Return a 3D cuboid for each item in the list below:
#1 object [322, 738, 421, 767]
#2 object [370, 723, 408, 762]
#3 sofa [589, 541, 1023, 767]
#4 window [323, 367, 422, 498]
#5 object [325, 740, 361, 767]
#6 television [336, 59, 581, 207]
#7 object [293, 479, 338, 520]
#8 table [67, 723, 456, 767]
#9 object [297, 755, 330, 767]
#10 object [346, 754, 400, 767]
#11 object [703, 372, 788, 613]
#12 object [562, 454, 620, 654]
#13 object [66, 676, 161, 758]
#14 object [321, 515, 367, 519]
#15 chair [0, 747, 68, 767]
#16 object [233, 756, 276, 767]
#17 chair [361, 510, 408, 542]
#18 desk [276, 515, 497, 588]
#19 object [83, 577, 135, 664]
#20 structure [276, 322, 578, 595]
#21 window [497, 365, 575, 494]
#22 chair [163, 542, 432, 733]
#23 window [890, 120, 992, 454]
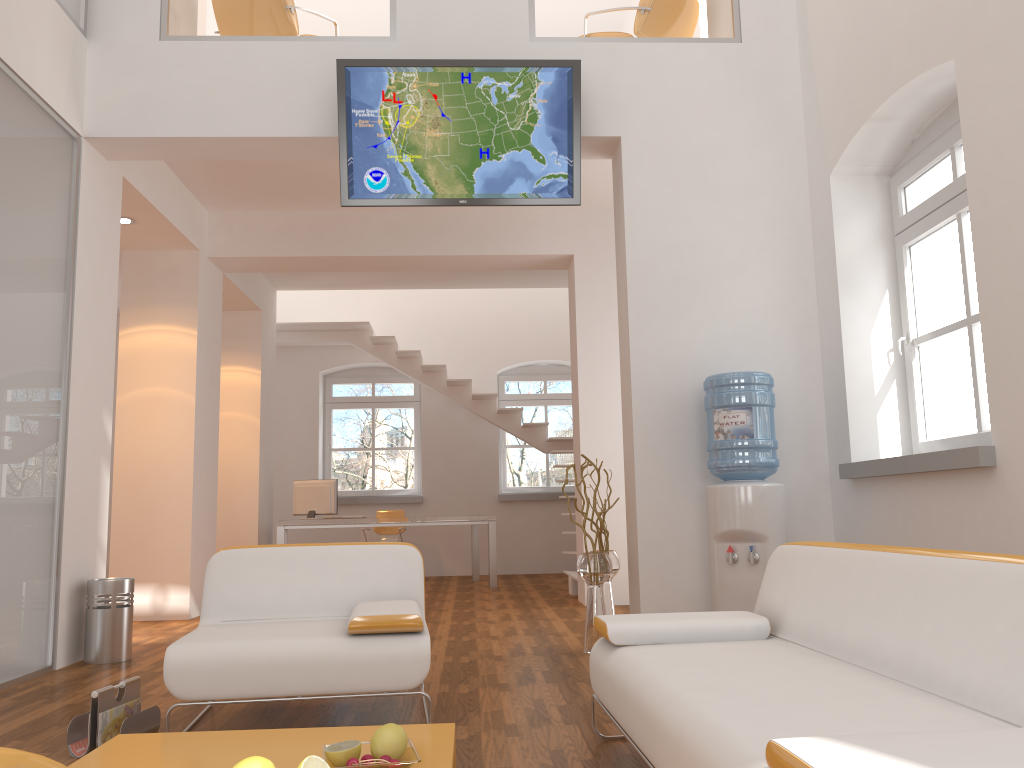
[{"bbox_3d":[-0.350,0.934,2.189,0.227,0.048,0.227,1,-8,-13],"label":"object"},{"bbox_3d":[-0.315,0.916,2.259,0.102,0.095,0.101,4,-10,-33],"label":"object"},{"bbox_3d":[0.747,0.746,2.138,0.825,0.661,2.010,-1,-8,-4],"label":"sofa"},{"bbox_3d":[-1.835,0.637,11.709,1.308,1.737,0.142,-1,-8,-3],"label":"window"},{"bbox_3d":[-0.423,0.933,2.218,0.091,0.065,0.092,6,-11,-41],"label":"object"},{"bbox_3d":[-0.296,-1.440,5.108,1.388,0.803,0.266,-1,-8,-3],"label":"television"},{"bbox_3d":[-2.122,1.222,9.393,0.516,0.418,0.245,-5,-9,27],"label":"object"},{"bbox_3d":[-0.647,1.036,2.157,1.000,0.150,1.000,-1,-8,-3],"label":"table"},{"bbox_3d":[-0.455,0.891,2.013,0.080,0.087,0.094,-5,-9,24],"label":"object"},{"bbox_3d":[-0.335,0.927,2.164,0.134,0.037,0.061,-2,-8,4],"label":"object"},{"bbox_3d":[1.256,0.695,4.759,0.436,1.490,0.436,1,-9,-17],"label":"object"},{"bbox_3d":[0.507,0.970,5.230,0.284,1.112,0.655,-4,-9,18],"label":"object"},{"bbox_3d":[-1.380,1.154,3.091,0.189,0.217,0.281,-2,-8,6],"label":"object"},{"bbox_3d":[-1.853,1.470,9.795,0.467,0.031,0.200,-2,-8,7],"label":"object"},{"bbox_3d":[-0.676,0.577,0.760,0.923,0.661,0.825,-1,-8,0],"label":"chair"},{"bbox_3d":[-0.585,0.891,2.006,0.105,0.091,0.103,0,-8,-8],"label":"object"},{"bbox_3d":[-1.510,1.915,10.531,0.495,0.829,0.464,-3,-8,12],"label":"chair"},{"bbox_3d":[-1.372,1.824,9.589,2.239,0.750,1.092,1,-8,-13],"label":"desk"},{"bbox_3d":[-2.287,1.338,5.038,0.248,0.450,0.248,-8,-11,40],"label":"object"},{"bbox_3d":[-0.723,0.671,9.657,4.630,3.042,3.450,-1,-8,-3],"label":"structure"},{"bbox_3d":[0.455,0.603,11.820,1.308,1.737,0.142,-1,-8,-3],"label":"window"},{"bbox_3d":[-0.794,0.973,3.492,0.923,0.661,0.825,0,-8,-8],"label":"chair"},{"bbox_3d":[2.186,-0.465,4.260,0.142,1.627,1.302,-1,-8,-3],"label":"window"}]
